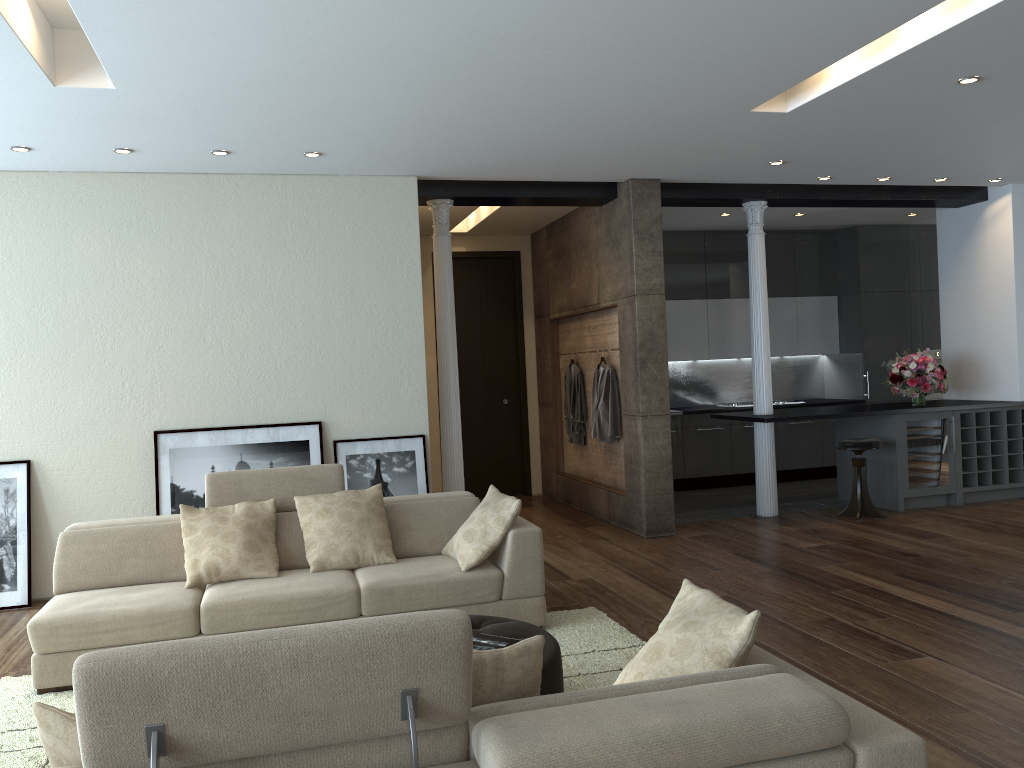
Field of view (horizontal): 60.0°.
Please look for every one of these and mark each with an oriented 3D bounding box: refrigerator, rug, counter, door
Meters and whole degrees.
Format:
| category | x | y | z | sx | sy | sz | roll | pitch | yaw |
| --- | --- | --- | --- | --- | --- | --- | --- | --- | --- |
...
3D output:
| category | x | y | z | sx | sy | sz | roll | pitch | yaw |
| --- | --- | --- | --- | --- | --- | --- | --- | --- | --- |
| refrigerator | 3.844 | 0.643 | 8.204 | 0.578 | 0.774 | 0.075 | -3 | 1 | -11 |
| rug | -1.156 | 1.455 | 3.317 | 4.231 | 0.020 | 2.972 | -3 | 1 | -15 |
| counter | 3.849 | 0.226 | 8.651 | 3.700 | 0.040 | 1.000 | -3 | 1 | -15 |
| counter | 2.378 | 0.386 | 10.479 | 3.597 | 0.223 | 0.807 | -3 | 1 | -15 |
| door | -0.366 | -0.091 | 10.137 | 1.037 | 2.814 | 0.246 | -3 | 1 | -15 |

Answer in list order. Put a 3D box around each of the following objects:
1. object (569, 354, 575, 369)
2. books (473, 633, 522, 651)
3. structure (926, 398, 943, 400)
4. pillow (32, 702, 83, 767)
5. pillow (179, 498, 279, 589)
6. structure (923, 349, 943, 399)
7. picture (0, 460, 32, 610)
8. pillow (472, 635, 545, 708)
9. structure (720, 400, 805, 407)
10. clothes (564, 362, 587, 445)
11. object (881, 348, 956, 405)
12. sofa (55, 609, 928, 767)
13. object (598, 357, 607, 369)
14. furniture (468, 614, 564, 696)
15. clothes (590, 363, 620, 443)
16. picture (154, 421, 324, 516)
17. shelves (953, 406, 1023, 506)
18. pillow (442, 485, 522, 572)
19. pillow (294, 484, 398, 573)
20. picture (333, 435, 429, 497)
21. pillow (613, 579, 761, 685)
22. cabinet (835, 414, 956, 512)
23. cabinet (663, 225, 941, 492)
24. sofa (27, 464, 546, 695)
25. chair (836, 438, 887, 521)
| category | x | y | z | sx | sy | sz | roll | pitch | yaw |
| --- | --- | --- | --- | --- | --- | --- | --- | --- | --- |
| object | 0.624 | -0.214 | 9.144 | 0.010 | 0.219 | 0.430 | -3 | 1 | -15 |
| books | -0.078 | 1.030 | 3.452 | 0.220 | 0.040 | 0.301 | -2 | 1 | 20 |
| structure | 5.267 | 0.472 | 11.138 | 0.595 | 0.596 | 0.591 | -3 | 1 | -15 |
| pillow | -0.782 | 0.873 | 2.054 | 0.519 | 0.416 | 0.368 | -3 | 1 | -11 |
| pillow | -1.553 | 0.863 | 4.900 | 0.519 | 0.416 | 0.368 | -3 | 1 | -20 |
| structure | 5.239 | -0.128 | 11.128 | 0.595 | 0.596 | 0.591 | -3 | 1 | -15 |
| picture | -3.647 | 1.039 | 6.006 | 0.700 | 0.988 | 0.195 | -3 | 1 | -15 |
| pillow | -0.176 | 0.833 | 2.205 | 0.534 | 0.439 | 0.301 | -3 | 1 | -12 |
| structure | 2.966 | 0.247 | 10.595 | 0.900 | 0.066 | 0.520 | -3 | 1 | -15 |
| clothes | 0.625 | 0.200 | 9.153 | 0.141 | 0.855 | 0.569 | -3 | 1 | -15 |
| object | 3.921 | -0.070 | 8.567 | 0.544 | 0.552 | 0.570 | -3 | 1 | -9 |
| sofa | -0.419 | 0.974 | 2.154 | 2.581 | 0.950 | 1.021 | -3 | 1 | -15 |
| object | 0.848 | -0.211 | 8.271 | 0.010 | 0.219 | 0.430 | -3 | 1 | -15 |
| furniture | -0.321 | 1.225 | 3.567 | 1.057 | 0.355 | 1.057 | -3 | 1 | -13 |
| clothes | 0.849 | 0.178 | 8.283 | 0.173 | 0.735 | 0.700 | -3 | 1 | -17 |
| picture | -1.955 | 0.880 | 6.449 | 1.183 | 1.140 | 0.225 | -3 | 1 | -15 |
| shelves | 4.835 | 0.645 | 8.920 | 1.700 | 0.897 | 0.900 | -3 | 1 | -15 |
| pillow | -0.158 | 0.807 | 5.045 | 0.395 | 0.393 | 0.518 | -3 | 1 | -19 |
| pillow | -0.955 | 0.822 | 5.075 | 0.534 | 0.439 | 0.301 | -3 | 1 | -19 |
| picture | -0.971 | 0.904 | 6.729 | 0.700 | 0.988 | 0.195 | -3 | 1 | -15 |
| pillow | 0.495 | 0.816 | 2.634 | 0.395 | 0.393 | 0.518 | -3 | 1 | -12 |
| cabinet | 3.706 | 0.702 | 8.614 | 0.642 | 0.897 | 0.900 | -3 | 1 | -15 |
| cabinet | 4.186 | -0.408 | 10.956 | 7.409 | 2.980 | 0.827 | -3 | 1 | -15 |
| sofa | -1.190 | 0.964 | 4.998 | 2.581 | 0.950 | 1.021 | -3 | 1 | -15 |
| chair | 3.216 | 1.019 | 4.538 | 16.134 | 0.952 | 21.556 | -3 | 1 | -15 |
